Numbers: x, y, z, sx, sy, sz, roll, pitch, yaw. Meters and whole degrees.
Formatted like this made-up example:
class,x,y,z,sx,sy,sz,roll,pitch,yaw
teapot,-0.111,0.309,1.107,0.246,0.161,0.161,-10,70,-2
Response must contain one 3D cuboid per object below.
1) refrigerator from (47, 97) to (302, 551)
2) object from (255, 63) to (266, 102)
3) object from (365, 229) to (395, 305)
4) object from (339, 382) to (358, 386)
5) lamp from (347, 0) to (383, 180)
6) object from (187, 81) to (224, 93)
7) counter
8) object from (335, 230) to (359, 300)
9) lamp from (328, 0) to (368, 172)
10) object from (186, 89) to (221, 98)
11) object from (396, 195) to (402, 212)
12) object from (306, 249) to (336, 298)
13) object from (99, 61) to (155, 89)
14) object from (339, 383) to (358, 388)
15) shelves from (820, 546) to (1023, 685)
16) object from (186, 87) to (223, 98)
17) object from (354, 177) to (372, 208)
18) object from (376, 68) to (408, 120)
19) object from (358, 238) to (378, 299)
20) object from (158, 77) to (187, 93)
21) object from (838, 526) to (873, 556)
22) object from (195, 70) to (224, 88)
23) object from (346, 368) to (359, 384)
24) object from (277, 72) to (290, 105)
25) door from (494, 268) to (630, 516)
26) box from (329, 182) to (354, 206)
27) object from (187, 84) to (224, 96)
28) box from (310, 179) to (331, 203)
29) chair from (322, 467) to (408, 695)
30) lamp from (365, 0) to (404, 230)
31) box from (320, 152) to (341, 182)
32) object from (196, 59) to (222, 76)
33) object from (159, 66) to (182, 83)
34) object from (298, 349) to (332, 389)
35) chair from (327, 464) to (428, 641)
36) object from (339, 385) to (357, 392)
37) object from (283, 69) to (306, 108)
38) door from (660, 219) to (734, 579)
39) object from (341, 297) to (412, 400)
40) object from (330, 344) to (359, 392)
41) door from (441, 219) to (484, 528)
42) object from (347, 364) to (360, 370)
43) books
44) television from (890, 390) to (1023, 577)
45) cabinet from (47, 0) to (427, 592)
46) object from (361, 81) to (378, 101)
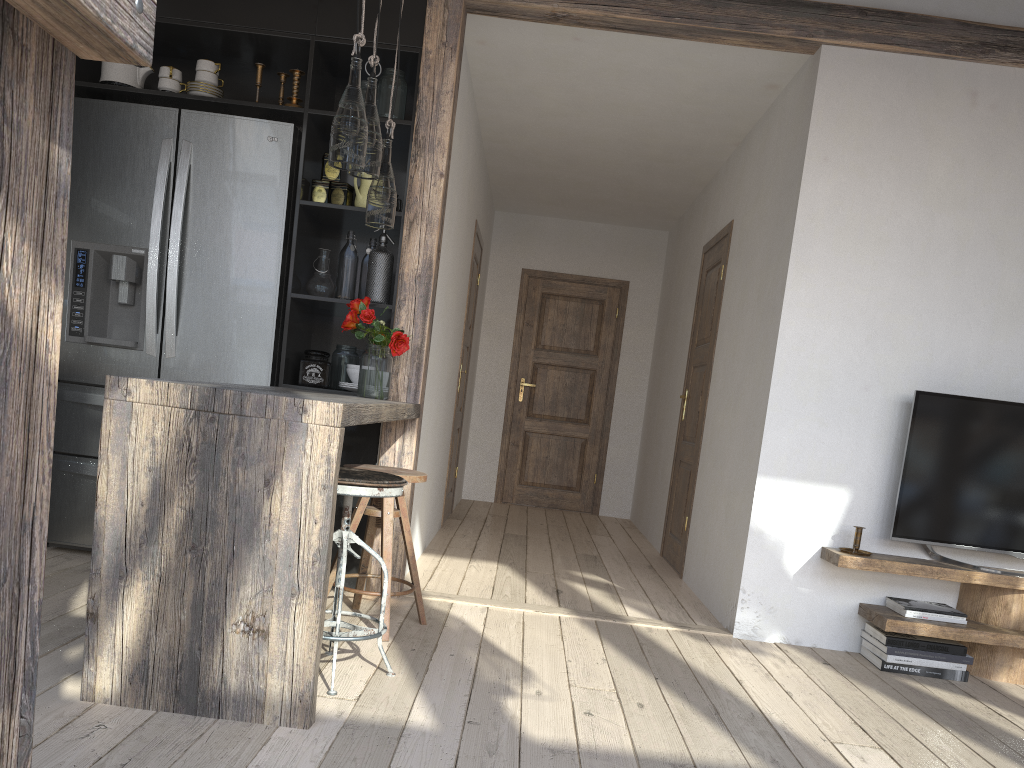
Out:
class,x,y,z,sx,sy,sz,roll,pitch,yaw
refrigerator,-1.480,-0.171,4.104,0.943,1.940,0.843,7,5,1
object,-1.067,-1.256,3.702,0.059,0.169,0.058,6,5,-14
object,-0.567,-0.517,3.803,0.108,0.353,0.108,10,6,31
object,-0.666,0.015,3.937,0.216,0.025,0.212,8,-1,-36
lamp,-0.351,-1.292,2.803,0.239,1.250,0.107,8,6,12
object,-1.301,-1.247,3.733,0.147,0.026,0.149,6,-1,43
counter,-1.590,0.333,1.945,2.240,0.859,3.792,7,-1,1
object,-0.713,-0.511,3.823,0.086,0.305,0.085,6,5,-7
lamp,-0.352,-1.273,2.517,0.225,1.301,0.107,7,6,3
object,-1.306,-1.212,3.737,0.147,0.023,0.149,6,-1,28
object,-0.512,-0.775,3.779,0.093,0.097,0.074,7,3,1
object,-0.842,-0.484,3.909,0.132,0.222,0.131,8,4,13
object,-1.664,-1.331,3.780,0.206,0.176,0.187,9,3,41
object,-0.667,0.022,3.937,0.216,0.025,0.212,8,-1,-31
shelves,2.108,1.022,3.685,1.602,0.455,0.328,7,3,0
object,-1.304,-1.224,3.735,0.147,0.026,0.149,6,-1,43
object,-0.621,-0.825,3.835,0.150,0.172,0.134,6,3,-13
object,-0.506,-1.207,3.707,0.124,0.208,0.124,7,4,5
object,-0.635,-0.499,3.937,0.086,0.305,0.085,2,7,-42
object,-1.450,-1.252,3.743,0.106,0.068,0.093,6,1,-37
object,1.455,0.658,3.706,0.140,0.113,0.138,6,2,-17
object,-1.293,-1.278,3.733,0.094,0.068,0.105,7,1,12
object,-0.662,-0.018,3.933,0.161,0.085,0.162,7,0,14
object,-0.987,-1.248,3.772,0.061,0.174,0.062,10,6,30
door,0.430,0.085,7.736,0.941,2.091,0.081,7,6,0
box,-0.742,-0.811,3.829,0.082,0.114,0.082,8,4,11
object,-1.302,-1.235,3.734,0.147,0.026,0.149,6,-1,43
box,-0.829,-0.821,3.833,0.083,0.114,0.082,7,3,1
chair,-0.530,0.585,2.717,0.350,0.642,0.354,10,5,34
lamp,-0.344,-1.232,3.119,0.225,1.355,0.108,7,6,3
box,-0.782,-0.929,3.809,0.083,0.114,0.082,6,4,-19
object,-1.283,-1.322,3.724,0.106,0.068,0.093,7,1,-13
object,-1.444,-1.298,3.732,0.105,0.068,0.094,7,1,29
object,-0.868,-0.067,3.891,0.134,0.166,0.133,6,3,-9
chair,-0.510,0.619,3.331,0.339,0.601,0.340,8,4,21
object,-0.668,0.031,3.938,0.216,0.025,0.212,8,-1,-41
object,-0.909,-1.240,3.701,0.096,0.174,0.094,5,5,-25
door,1.125,0.122,5.448,0.082,2.090,0.833,7,5,1
object,-0.560,-0.147,3.643,0.309,0.419,0.251,9,5,34
object,-0.774,-0.073,4.068,0.125,0.208,0.123,6,4,-13
door,-0.352,-0.040,6.311,0.082,2.090,0.833,7,5,1
object,-0.660,-0.036,3.931,0.161,0.085,0.162,7,0,14
books,1.701,1.064,3.698,0.360,0.267,0.289,7,2,1
television,2.168,0.444,3.670,1.102,0.713,0.204,7,5,0
cabinet,-1.556,-0.497,2.063,2.092,2.526,4.191,7,1,1
object,-0.629,-1.203,3.798,0.124,0.174,0.126,10,5,40
